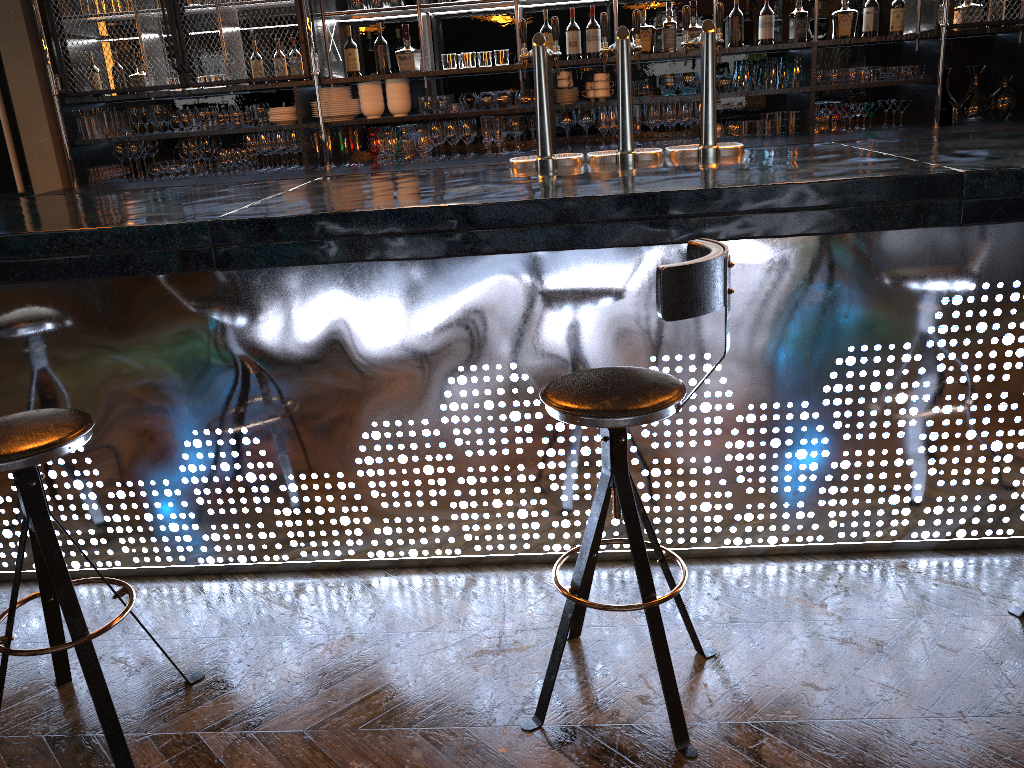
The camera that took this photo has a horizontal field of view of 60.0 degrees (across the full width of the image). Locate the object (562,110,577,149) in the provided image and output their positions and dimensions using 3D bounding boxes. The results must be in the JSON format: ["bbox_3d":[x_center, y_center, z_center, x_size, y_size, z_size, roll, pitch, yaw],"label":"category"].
[{"bbox_3d":[0.349,-1.579,5.502,0.108,0.227,0.108,9,22,34],"label":"object"}]

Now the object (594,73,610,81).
[{"bbox_3d":[0.526,-1.785,5.194,0.094,0.068,0.106,-3,18,4],"label":"object"}]

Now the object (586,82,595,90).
[{"bbox_3d":[0.491,-1.772,5.304,0.094,0.069,0.105,-10,19,-17],"label":"object"}]

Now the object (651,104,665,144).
[{"bbox_3d":[0.877,-1.564,5.339,0.091,0.229,0.091,4,20,24],"label":"object"}]

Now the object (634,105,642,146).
[{"bbox_3d":[0.758,-1.558,5.341,0.049,0.231,0.049,0,19,12],"label":"object"}]

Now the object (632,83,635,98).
[{"bbox_3d":[0.678,-1.699,5.139,0.067,0.099,0.058,-19,24,-38],"label":"object"}]

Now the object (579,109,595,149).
[{"bbox_3d":[0.454,-1.545,5.377,0.108,0.227,0.108,-15,21,-29],"label":"object"}]

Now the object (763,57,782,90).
[{"bbox_3d":[1.483,-1.766,5.041,0.115,0.172,0.101,-8,19,-10],"label":"object"}]

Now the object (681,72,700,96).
[{"bbox_3d":[1.033,-1.742,5.142,0.108,0.126,0.108,10,23,37],"label":"object"}]

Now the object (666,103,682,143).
[{"bbox_3d":[0.972,-1.569,5.332,0.091,0.229,0.091,9,23,34],"label":"object"}]

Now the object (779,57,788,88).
[{"bbox_3d":[1.628,-1.853,5.269,0.115,0.172,0.101,0,19,14],"label":"object"}]

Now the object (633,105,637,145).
[{"bbox_3d":[0.751,-1.576,5.397,0.049,0.231,0.049,-2,19,7],"label":"object"}]

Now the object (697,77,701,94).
[{"bbox_3d":[1.138,-1.757,5.212,0.098,0.097,0.098,12,24,40],"label":"object"}]

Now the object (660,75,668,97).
[{"bbox_3d":[0.931,-1.775,5.265,0.100,0.125,0.100,-18,23,-35],"label":"object"}]

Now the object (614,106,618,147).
[{"bbox_3d":[0.615,-1.546,5.335,0.058,0.234,0.058,10,23,36],"label":"object"}]

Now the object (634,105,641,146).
[{"bbox_3d":[0.749,-1.536,5.279,0.049,0.231,0.049,-2,19,8],"label":"object"}]

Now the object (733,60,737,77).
[{"bbox_3d":[1.357,-1.840,5.290,0.115,0.172,0.101,-8,19,-10],"label":"object"}]

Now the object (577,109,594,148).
[{"bbox_3d":[0.461,-1.584,5.493,0.108,0.227,0.108,11,24,38],"label":"object"}]

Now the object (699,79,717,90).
[{"bbox_3d":[1.130,-1.725,5.116,0.098,0.097,0.098,-9,19,-15],"label":"object"}]

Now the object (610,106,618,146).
[{"bbox_3d":[0.622,-1.575,5.420,0.058,0.234,0.058,-10,19,-17],"label":"object"}]

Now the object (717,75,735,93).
[{"bbox_3d":[1.233,-1.728,5.103,0.098,0.097,0.098,10,23,36],"label":"object"}]

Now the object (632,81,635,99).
[{"bbox_3d":[0.707,-1.753,5.293,0.058,0.099,0.067,-2,19,7],"label":"object"}]

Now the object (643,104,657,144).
[{"bbox_3d":[0.848,-1.599,5.449,0.091,0.229,0.091,11,24,38],"label":"object"}]

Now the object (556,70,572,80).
[{"bbox_3d":[0.306,-1.807,5.222,0.094,0.069,0.106,-1,19,10],"label":"object"}]

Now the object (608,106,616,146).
[{"bbox_3d":[0.622,-1.600,5.496,0.058,0.234,0.058,-20,24,-39],"label":"object"}]

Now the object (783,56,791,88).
[{"bbox_3d":[1.629,-1.813,5.149,0.115,0.172,0.101,-8,19,-10],"label":"object"}]

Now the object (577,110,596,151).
[{"bbox_3d":[0.445,-1.507,5.266,0.108,0.227,0.108,-13,20,-24],"label":"object"}]

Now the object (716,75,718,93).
[{"bbox_3d":[1.247,-1.795,5.301,0.098,0.097,0.098,-7,19,-9],"label":"object"}]

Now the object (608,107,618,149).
[{"bbox_3d":[0.600,-1.515,5.246,0.058,0.234,0.058,-2,19,8],"label":"object"}]

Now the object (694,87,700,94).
[{"bbox_3d":[1.144,-1.815,5.383,0.098,0.097,0.098,-6,18,-4],"label":"object"}]

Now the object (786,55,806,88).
[{"bbox_3d":[1.615,-1.775,5.038,0.101,0.172,0.115,8,22,32],"label":"object"}]

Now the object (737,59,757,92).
[{"bbox_3d":[1.341,-1.762,5.061,0.115,0.172,0.101,8,22,32],"label":"object"}]

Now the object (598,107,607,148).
[{"bbox_3d":[0.553,-1.560,5.391,0.058,0.234,0.058,-11,20,-19],"label":"object"}]

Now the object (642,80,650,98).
[{"bbox_3d":[0.786,-1.750,5.267,0.058,0.099,0.067,1,19,16],"label":"object"}]

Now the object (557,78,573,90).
[{"bbox_3d":[0.320,-1.766,5.235,0.107,0.070,0.094,8,22,33],"label":"object"}]

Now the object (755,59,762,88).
[{"bbox_3d":[1.490,-1.845,5.276,0.101,0.172,0.115,-1,19,9],"label":"object"}]

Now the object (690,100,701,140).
[{"bbox_3d":[1.137,-1.614,5.429,0.091,0.229,0.091,-4,18,2],"label":"object"}]

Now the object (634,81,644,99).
[{"bbox_3d":[0.741,-1.715,5.171,0.067,0.099,0.058,11,24,38],"label":"object"}]

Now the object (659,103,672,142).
[{"bbox_3d":[0.940,-1.604,5.442,0.091,0.229,0.091,-16,22,-31],"label":"object"}]

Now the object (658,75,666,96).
[{"bbox_3d":[0.935,-1.812,5.377,0.100,0.125,0.100,2,19,17],"label":"object"}]

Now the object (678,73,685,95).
[{"bbox_3d":[1.047,-1.818,5.368,0.108,0.126,0.108,-12,20,-23],"label":"object"}]

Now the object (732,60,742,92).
[{"bbox_3d":[1.343,-1.800,5.175,0.115,0.172,0.101,0,19,14],"label":"object"}]

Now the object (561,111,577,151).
[{"bbox_3d":[0.341,-1.539,5.386,0.108,0.227,0.108,-9,19,-15],"label":"object"}]

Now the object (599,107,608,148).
[{"bbox_3d":[0.549,-1.537,5.322,0.058,0.234,0.058,5,21,26],"label":"object"}]

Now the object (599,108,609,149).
[{"bbox_3d":[0.542,-1.510,5.242,0.058,0.234,0.058,-20,24,-40],"label":"object"}]

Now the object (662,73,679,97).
[{"bbox_3d":[0.923,-1.735,5.149,0.100,0.125,0.100,12,25,41],"label":"object"}]

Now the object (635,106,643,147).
[{"bbox_3d":[0.744,-1.515,5.218,0.049,0.231,0.049,-4,18,0],"label":"object"}]

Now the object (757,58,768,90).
[{"bbox_3d":[1.486,-1.806,5.162,0.101,0.172,0.115,8,22,32],"label":"object"}]

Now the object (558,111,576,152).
[{"bbox_3d":[0.330,-1.501,5.274,0.108,0.227,0.108,-5,18,-4],"label":"object"}]

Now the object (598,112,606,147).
[{"bbox_3d":[0.558,-1.587,5.471,0.058,0.234,0.058,-2,19,7],"label":"object"}]

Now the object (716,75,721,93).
[{"bbox_3d":[1.236,-1.762,5.205,0.098,0.097,0.098,6,21,28],"label":"object"}]

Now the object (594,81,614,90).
[{"bbox_3d":[0.532,-1.747,5.218,0.094,0.069,0.106,14,26,43],"label":"object"}]

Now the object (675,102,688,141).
[{"bbox_3d":[1.036,-1.608,5.434,0.091,0.229,0.091,-13,21,-26],"label":"object"}]

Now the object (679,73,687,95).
[{"bbox_3d":[1.042,-1.779,5.252,0.108,0.126,0.108,-4,18,0],"label":"object"}]
